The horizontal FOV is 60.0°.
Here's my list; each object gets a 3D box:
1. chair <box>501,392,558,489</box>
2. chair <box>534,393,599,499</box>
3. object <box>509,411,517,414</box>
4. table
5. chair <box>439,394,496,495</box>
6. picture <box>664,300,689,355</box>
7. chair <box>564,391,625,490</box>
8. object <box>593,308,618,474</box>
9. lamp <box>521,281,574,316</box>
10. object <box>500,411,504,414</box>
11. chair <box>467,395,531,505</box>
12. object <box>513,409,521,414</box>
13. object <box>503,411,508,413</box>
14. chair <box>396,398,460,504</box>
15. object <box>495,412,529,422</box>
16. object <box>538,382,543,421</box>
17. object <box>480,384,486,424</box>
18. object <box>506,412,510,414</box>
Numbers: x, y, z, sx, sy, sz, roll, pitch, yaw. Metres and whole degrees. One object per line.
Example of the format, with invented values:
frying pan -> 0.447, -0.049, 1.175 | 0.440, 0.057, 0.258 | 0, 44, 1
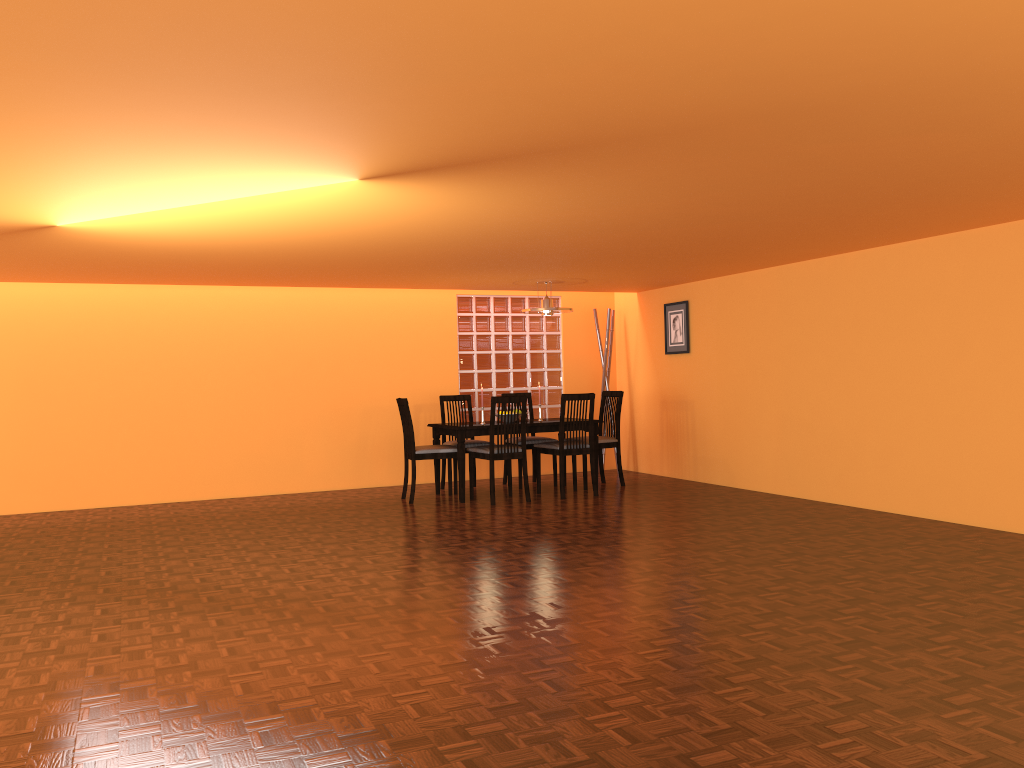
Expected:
chair -> 0.132, 0.481, 7.685 | 0.373, 0.809, 0.465 | -2, 0, -24
chair -> 0.437, 0.477, 6.983 | 0.373, 0.809, 0.465 | -2, 0, -24
object -> 0.018, 0.250, 7.138 | 0.066, 0.070, 0.055 | -2, 0, -42
table -> 0.029, 0.600, 7.189 | 1.259, 0.584, 0.697 | -2, 0, -24
chair -> -0.397, 0.497, 7.455 | 0.373, 0.809, 0.465 | -2, 0, -24
picture -> 1.450, -0.492, 7.820 | 0.014, 0.456, 0.361 | -2, 0, -24
chair -> 0.695, 0.467, 7.502 | 0.465, 0.809, 0.373 | -2, 0, -29
object -> 0.910, 0.069, 8.468 | 0.226, 1.589, 0.308 | -2, 0, -1
lamp -> 0.287, -0.702, 7.310 | 0.435, 0.274, 0.435 | -2, 0, -1
object -> -0.086, 0.240, 7.110 | 0.055, 0.046, 0.046 | -2, 0, -41
chair -> -0.092, 0.492, 6.752 | 0.373, 0.809, 0.465 | -2, 0, -24
object -> 0.042, 0.235, 7.214 | 0.069, 0.066, 0.069 | -2, 0, -14
object -> -0.060, 0.259, 7.200 | 0.087, 0.076, 0.089 | -2, 0, -17
chair -> -0.649, 0.506, 6.925 | 0.465, 0.809, 0.373 | -2, 0, -19
object -> -0.023, 0.273, 7.183 | 0.337, 0.072, 0.337 | -1, 0, 33
object -> 0.230, 0.139, 7.297 | 0.044, 0.326, 0.044 | -2, 0, -35
object -> -0.233, 0.153, 7.003 | 0.044, 0.326, 0.044 | -2, 0, -35
object -> -0.035, 0.250, 7.107 | 0.055, 0.046, 0.046 | -1, 0, 29
